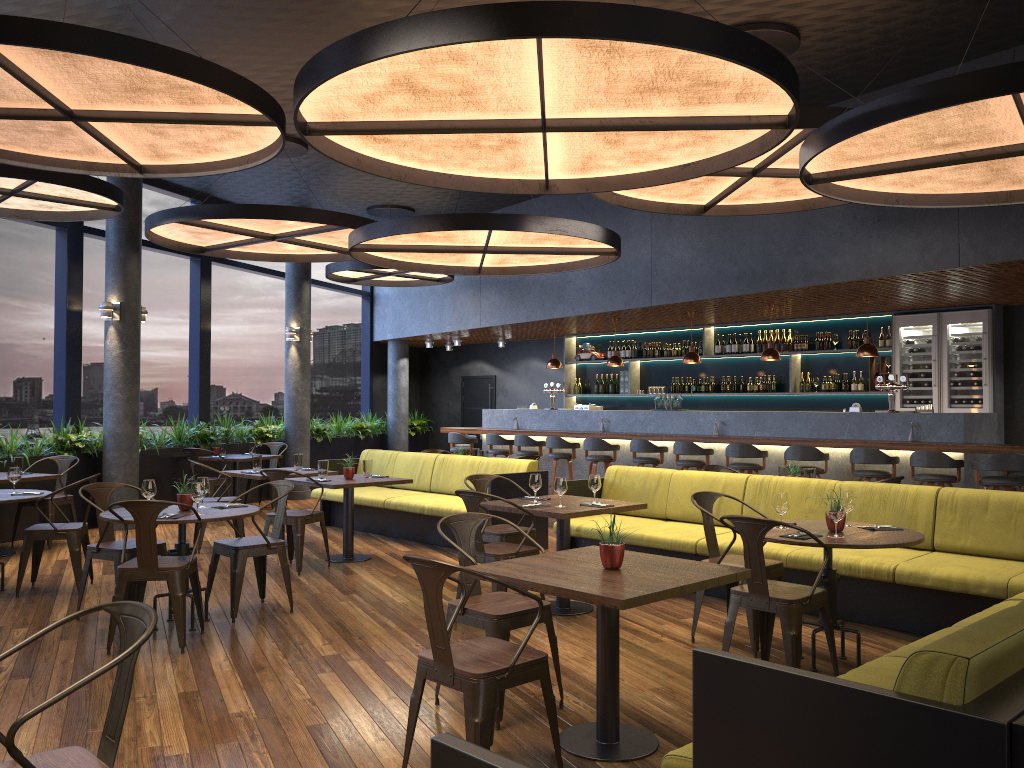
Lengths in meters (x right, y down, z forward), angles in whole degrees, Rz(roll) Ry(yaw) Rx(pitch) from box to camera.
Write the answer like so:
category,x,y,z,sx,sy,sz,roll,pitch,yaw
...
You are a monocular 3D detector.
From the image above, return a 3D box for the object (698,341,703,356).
category,x,y,z,sx,sy,sz,roll,pitch,yaw
object,2.924,-0.545,13.717,0.088,0.224,0.088,1,-2,-29

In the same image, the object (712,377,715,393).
category,x,y,z,sx,sy,sz,roll,pitch,yaw
object,3.104,0.019,13.669,0.063,0.254,0.063,0,-1,18

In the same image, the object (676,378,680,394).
category,x,y,z,sx,sy,sz,roll,pitch,yaw
object,2.627,0.026,14.019,0.063,0.254,0.063,-1,-2,33

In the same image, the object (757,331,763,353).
category,x,y,z,sx,sy,sz,roll,pitch,yaw
object,3.627,-0.614,12.978,0.084,0.330,0.084,1,-2,-37

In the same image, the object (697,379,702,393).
category,x,y,z,sx,sy,sz,roll,pitch,yaw
object,2.946,0.038,13.881,0.088,0.224,0.088,0,-1,21

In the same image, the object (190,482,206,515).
category,x,y,z,sx,sy,sz,roll,pitch,yaw
object,-2.037,0.743,5.747,0.097,0.206,0.097,1,-2,-37

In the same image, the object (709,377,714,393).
category,x,y,z,sx,sy,sz,roll,pitch,yaw
object,3.060,0.017,13.596,0.063,0.254,0.063,0,-1,-2

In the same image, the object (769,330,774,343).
category,x,y,z,sx,sy,sz,roll,pitch,yaw
object,3.757,-0.617,12.843,0.084,0.330,0.084,1,-2,-37

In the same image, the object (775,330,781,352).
category,x,y,z,sx,sy,sz,roll,pitch,yaw
object,3.825,-0.618,12.767,0.084,0.330,0.084,1,-2,-37

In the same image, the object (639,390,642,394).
category,x,y,z,sx,sy,sz,roll,pitch,yaw
object,2.106,0.132,14.535,0.042,0.059,0.042,0,-1,8

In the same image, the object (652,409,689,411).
category,x,y,z,sx,sy,sz,roll,pitch,yaw
object,2.125,0.351,11.963,0.273,0.019,0.437,1,-2,-44

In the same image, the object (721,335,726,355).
category,x,y,z,sx,sy,sz,roll,pitch,yaw
object,3.226,-0.591,13.541,0.085,0.310,0.086,1,-2,-29

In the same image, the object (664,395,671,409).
category,x,y,z,sx,sy,sz,roll,pitch,yaw
object,2.102,0.255,11.950,0.105,0.209,0.105,0,-1,-9

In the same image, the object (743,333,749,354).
category,x,y,z,sx,sy,sz,roll,pitch,yaw
object,3.475,-0.600,13.151,0.085,0.310,0.086,0,-1,-10

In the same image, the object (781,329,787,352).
category,x,y,z,sx,sy,sz,roll,pitch,yaw
object,3.893,-0.620,12.699,0.084,0.330,0.084,1,-2,-37

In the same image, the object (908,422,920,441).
category,x,y,z,sx,sy,sz,roll,pitch,yaw
object,4.234,0.504,9.367,0.114,0.203,0.069,0,-1,-9

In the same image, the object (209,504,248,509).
category,x,y,z,sx,sy,sz,roll,pitch,yaw
object,-1.980,0.847,6.157,0.157,0.019,0.255,-1,-2,44

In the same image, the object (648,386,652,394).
category,x,y,z,sx,sy,sz,roll,pitch,yaw
object,2.254,0.101,14.462,0.084,0.119,0.084,0,-1,1

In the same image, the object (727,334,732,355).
category,x,y,z,sx,sy,sz,roll,pitch,yaw
object,3.276,-0.596,13.358,0.085,0.310,0.086,0,-1,-10

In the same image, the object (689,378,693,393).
category,x,y,z,sx,sy,sz,roll,pitch,yaw
object,2.825,0.026,14.025,0.063,0.254,0.063,0,-1,18

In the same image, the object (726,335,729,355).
category,x,y,z,sx,sy,sz,roll,pitch,yaw
object,3.295,-0.593,13.469,0.085,0.310,0.086,1,-1,-17

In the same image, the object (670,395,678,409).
category,x,y,z,sx,sy,sz,roll,pitch,yaw
object,2.153,0.252,11.821,0.105,0.209,0.105,0,-1,-9

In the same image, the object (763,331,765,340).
category,x,y,z,sx,sy,sz,roll,pitch,yaw
object,3.715,-0.613,13.016,0.084,0.330,0.084,1,-2,-37

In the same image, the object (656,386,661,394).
category,x,y,z,sx,sy,sz,roll,pitch,yaw
object,2.373,0.099,14.339,0.084,0.119,0.084,0,-1,1

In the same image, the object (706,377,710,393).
category,x,y,z,sx,sy,sz,roll,pitch,yaw
object,3.034,0.021,13.750,0.063,0.254,0.063,0,-1,-11

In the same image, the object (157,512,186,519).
category,x,y,z,sx,sy,sz,roll,pitch,yaw
object,-2.167,0.834,5.628,0.157,0.019,0.255,0,-1,-1

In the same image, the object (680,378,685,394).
category,x,y,z,sx,sy,sz,roll,pitch,yaw
object,2.706,0.027,14.079,0.063,0.254,0.063,0,-1,3

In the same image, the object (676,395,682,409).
category,x,y,z,sx,sy,sz,roll,pitch,yaw
object,2.231,0.254,11.906,0.105,0.209,0.105,0,-1,-9

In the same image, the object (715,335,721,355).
category,x,y,z,sx,sy,sz,roll,pitch,yaw
object,3.138,-0.593,13.496,0.085,0.310,0.086,1,-1,-17

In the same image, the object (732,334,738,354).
category,x,y,z,sx,sy,sz,roll,pitch,yaw
object,3.339,-0.597,13.289,0.085,0.310,0.086,1,-1,-17

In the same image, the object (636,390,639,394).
category,x,y,z,sx,sy,sz,roll,pitch,yaw
object,2.067,0.134,14.628,0.042,0.059,0.042,0,-1,8

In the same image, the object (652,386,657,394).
category,x,y,z,sx,sy,sz,roll,pitch,yaw
object,2.313,0.100,14.401,0.084,0.119,0.084,0,-1,1

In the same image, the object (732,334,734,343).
category,x,y,z,sx,sy,sz,roll,pitch,yaw
object,3.361,-0.594,13.407,0.085,0.310,0.086,0,-1,-3

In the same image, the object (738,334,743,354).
category,x,y,z,sx,sy,sz,roll,pitch,yaw
object,3.427,-0.596,13.335,0.085,0.310,0.086,1,-2,-33

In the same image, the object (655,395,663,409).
category,x,y,z,sx,sy,sz,roll,pitch,yaw
object,1.984,0.256,12.002,0.105,0.209,0.105,0,-1,-9

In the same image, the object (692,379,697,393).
category,x,y,z,sx,sy,sz,roll,pitch,yaw
object,2.845,0.037,13.823,0.088,0.224,0.088,1,-2,-29

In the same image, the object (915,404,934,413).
category,x,y,z,sx,sy,sz,roll,pitch,yaw
object,4.402,0.262,9.464,0.177,0.091,0.091,0,-1,21

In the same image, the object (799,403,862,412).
category,x,y,z,sx,sy,sz,roll,pitch,yaw
object,3.655,0.272,10.270,0.200,0.106,0.766,1,-2,-44

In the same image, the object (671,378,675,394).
category,x,y,z,sx,sy,sz,roll,pitch,yaw
object,2.557,0.027,14.092,0.063,0.254,0.063,0,-1,18

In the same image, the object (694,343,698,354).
category,x,y,z,sx,sy,sz,roll,pitch,yaw
object,2.875,-0.538,13.863,0.068,0.217,0.068,1,-2,-39

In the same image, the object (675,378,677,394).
category,x,y,z,sx,sy,sz,roll,pitch,yaw
object,2.620,0.029,14.168,0.063,0.254,0.063,-1,-2,38

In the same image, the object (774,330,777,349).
category,x,y,z,sx,sy,sz,roll,pitch,yaw
object,3.846,-0.616,12.880,0.084,0.330,0.084,1,-2,-37

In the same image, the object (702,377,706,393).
category,x,y,z,sx,sy,sz,roll,pitch,yaw
object,2.970,0.019,13.700,0.063,0.254,0.063,1,-1,-26

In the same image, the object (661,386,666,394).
category,x,y,z,sx,sy,sz,roll,pitch,yaw
object,2.433,0.097,14.276,0.084,0.119,0.084,0,-1,1

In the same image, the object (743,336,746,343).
category,x,y,z,sx,sy,sz,roll,pitch,yaw
object,3.496,-0.597,13.270,0.085,0.310,0.086,1,-1,-17

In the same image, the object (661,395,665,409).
category,x,y,z,sx,sy,sz,roll,pitch,yaw
object,2.070,0.258,12.069,0.105,0.209,0.105,0,-1,-9

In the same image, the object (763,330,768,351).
category,x,y,z,sx,sy,sz,roll,pitch,yaw
object,3.692,-0.615,12.911,0.084,0.330,0.084,1,-2,-37

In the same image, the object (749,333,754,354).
category,x,y,z,sx,sy,sz,roll,pitch,yaw
object,3.560,-0.598,13.200,0.085,0.310,0.086,0,-1,-3

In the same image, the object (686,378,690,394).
category,x,y,z,sx,sy,sz,roll,pitch,yaw
object,2.764,0.025,13.961,0.063,0.254,0.063,1,-1,-16

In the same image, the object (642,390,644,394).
category,x,y,z,sx,sy,sz,roll,pitch,yaw
object,2.149,0.133,14.544,0.042,0.059,0.042,0,-1,8

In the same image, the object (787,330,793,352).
category,x,y,z,sx,sy,sz,roll,pitch,yaw
object,4.001,-0.618,12.766,0.084,0.330,0.084,1,-2,-37

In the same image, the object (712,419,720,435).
category,x,y,z,sx,sy,sz,roll,pitch,yaw
object,2.559,0.540,11.097,0.114,0.203,0.069,-1,-2,35
